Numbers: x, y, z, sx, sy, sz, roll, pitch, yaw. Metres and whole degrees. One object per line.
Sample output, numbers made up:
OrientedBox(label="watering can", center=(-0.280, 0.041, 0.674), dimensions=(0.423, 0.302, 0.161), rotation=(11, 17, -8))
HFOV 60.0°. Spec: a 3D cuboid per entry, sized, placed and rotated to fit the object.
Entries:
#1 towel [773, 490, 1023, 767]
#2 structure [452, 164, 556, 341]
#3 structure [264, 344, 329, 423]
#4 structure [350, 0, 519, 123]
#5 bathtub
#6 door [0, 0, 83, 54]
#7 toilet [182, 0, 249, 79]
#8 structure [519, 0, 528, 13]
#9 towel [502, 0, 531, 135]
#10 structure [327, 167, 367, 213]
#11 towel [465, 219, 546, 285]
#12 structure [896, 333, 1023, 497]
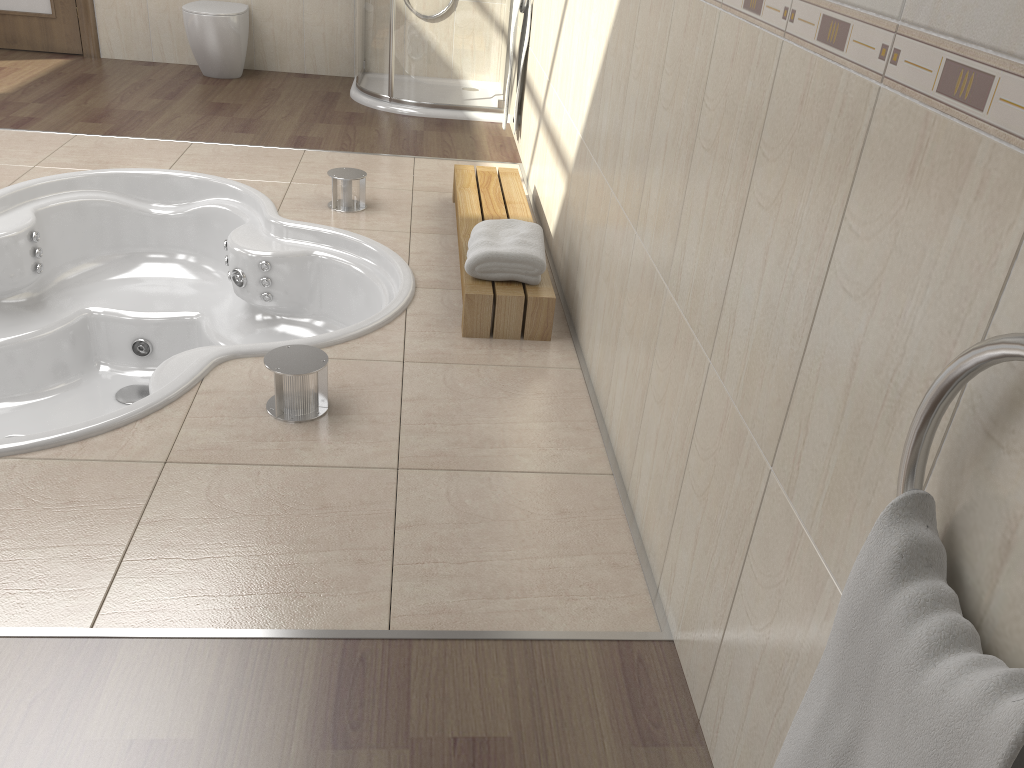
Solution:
OrientedBox(label="towel", center=(0.321, 0.427, 0.840), dimensions=(0.101, 0.634, 0.280), rotation=(1, 30, -9))
OrientedBox(label="structure", center=(-0.060, -0.509, 3.101), dimensions=(0.260, 0.140, 1.280), rotation=(2, 30, -7))
OrientedBox(label="structure", center=(-0.517, -0.002, 2.133), dimensions=(0.150, 0.131, 0.150), rotation=(7, 29, 2))
OrientedBox(label="structure", center=(-0.410, -2.507, 4.748), dimensions=(0.900, 1.917, 0.900), rotation=(2, 30, -7))
OrientedBox(label="bathtub", center=(-1.356, -0.074, 2.882), dimensions=(1.754, 0.674, 1.751), rotation=(27, 35, 32))
OrientedBox(label="door", center=(-2.940, -2.896, 4.837), dimensions=(0.861, 2.026, 0.102), rotation=(1, 30, -9))
OrientedBox(label="toilet", center=(-1.702, -1.986, 5.153), dimensions=(0.337, 0.388, 0.519), rotation=(2, 30, -7))
OrientedBox(label="structure", center=(0.072, -1.876, 4.064), dimensions=(0.051, 0.332, 0.291), rotation=(2, 30, -7))
OrientedBox(label="towel", center=(0.017, -1.542, 4.243), dimensions=(0.083, 0.635, 0.280), rotation=(2, 30, -6))
OrientedBox(label="structure", center=(-0.637, -0.750, 3.428), dimensions=(0.150, 0.131, 0.150), rotation=(-3, 31, -16))
OrientedBox(label="towel", center=(-0.019, -0.414, 2.699), dimensions=(0.233, 0.099, 0.331), rotation=(5, 29, -3))
OrientedBox(label="structure", center=(0.388, 0.090, 0.660), dimensions=(0.051, 0.332, 0.291), rotation=(2, 30, -7))
